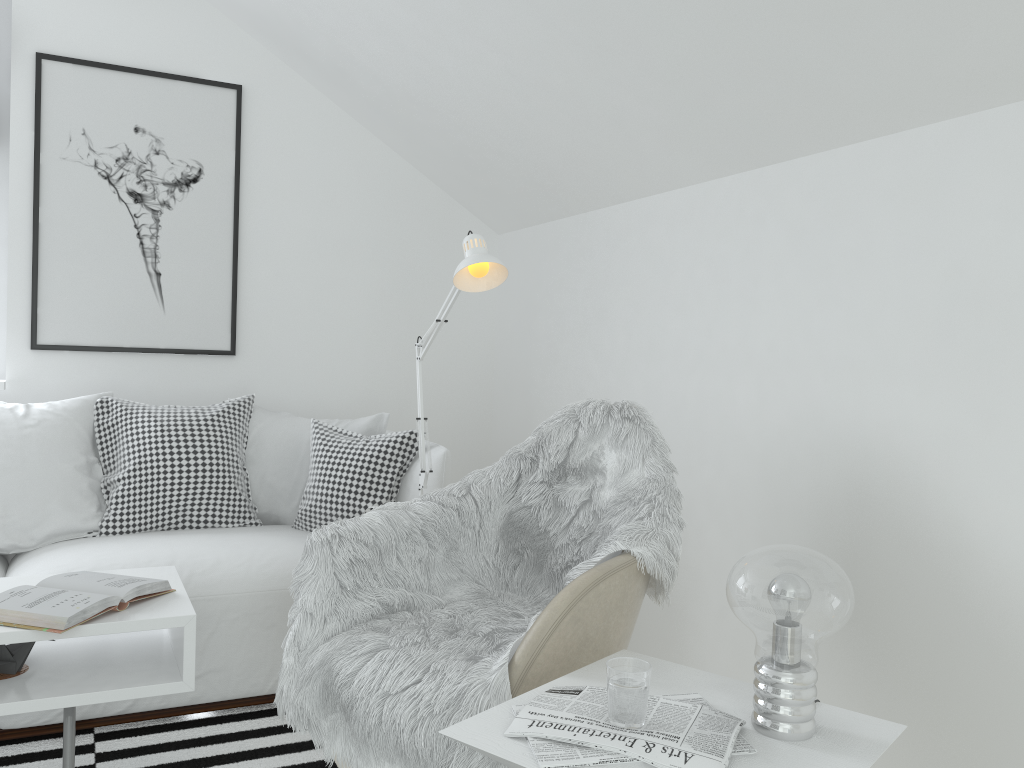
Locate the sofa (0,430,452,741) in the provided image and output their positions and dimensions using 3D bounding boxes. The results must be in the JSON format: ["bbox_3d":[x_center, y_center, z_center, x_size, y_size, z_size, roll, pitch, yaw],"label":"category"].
[{"bbox_3d":[-1.534,0.552,2.686,2.647,0.768,0.917,1,2,-26],"label":"sofa"}]

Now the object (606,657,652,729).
[{"bbox_3d":[0.171,0.457,1.309,0.067,0.087,0.067,1,2,-29],"label":"object"}]

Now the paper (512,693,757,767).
[{"bbox_3d":[0.172,0.507,1.312,0.312,0.015,0.205,2,2,-11],"label":"paper"}]

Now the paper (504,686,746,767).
[{"bbox_3d":[0.172,0.504,1.312,0.312,0.024,0.205,3,2,24],"label":"paper"}]

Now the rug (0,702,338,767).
[{"bbox_3d":[-0.887,1.006,1.077,1.846,0.004,4.362,1,2,-26],"label":"rug"}]

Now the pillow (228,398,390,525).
[{"bbox_3d":[-0.757,0.310,3.241,0.623,0.498,0.333,2,2,7],"label":"pillow"}]

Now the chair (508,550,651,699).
[{"bbox_3d":[-0.005,0.536,2.024,0.719,0.941,0.776,3,2,39],"label":"chair"}]

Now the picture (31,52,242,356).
[{"bbox_3d":[-1.412,-0.654,3.373,0.720,1.072,0.015,1,2,-26],"label":"picture"}]

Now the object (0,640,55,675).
[{"bbox_3d":[-1.076,0.556,1.848,0.194,0.088,0.186,1,2,-37],"label":"object"}]

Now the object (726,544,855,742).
[{"bbox_3d":[0.415,0.383,1.338,0.185,0.279,0.185,1,2,-32],"label":"object"}]

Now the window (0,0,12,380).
[{"bbox_3d":[-5.556,-0.756,3.703,12.055,8.137,4.514,1,2,-26],"label":"window"}]

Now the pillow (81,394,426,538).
[{"bbox_3d":[-1.543,0.288,2.714,2.488,0.513,0.676,1,2,-24],"label":"pillow"}]

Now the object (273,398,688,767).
[{"bbox_3d":[-0.009,0.430,2.018,0.784,0.789,0.954,4,2,44],"label":"object"}]

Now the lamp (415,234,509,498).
[{"bbox_3d":[-0.197,0.303,2.380,0.196,1.373,0.527,1,2,-22],"label":"lamp"}]

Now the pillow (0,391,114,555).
[{"bbox_3d":[-1.599,0.280,2.842,0.599,0.505,0.391,1,2,-26],"label":"pillow"}]

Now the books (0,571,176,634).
[{"bbox_3d":[-0.917,0.447,1.874,0.231,0.040,0.342,2,2,16],"label":"books"}]
